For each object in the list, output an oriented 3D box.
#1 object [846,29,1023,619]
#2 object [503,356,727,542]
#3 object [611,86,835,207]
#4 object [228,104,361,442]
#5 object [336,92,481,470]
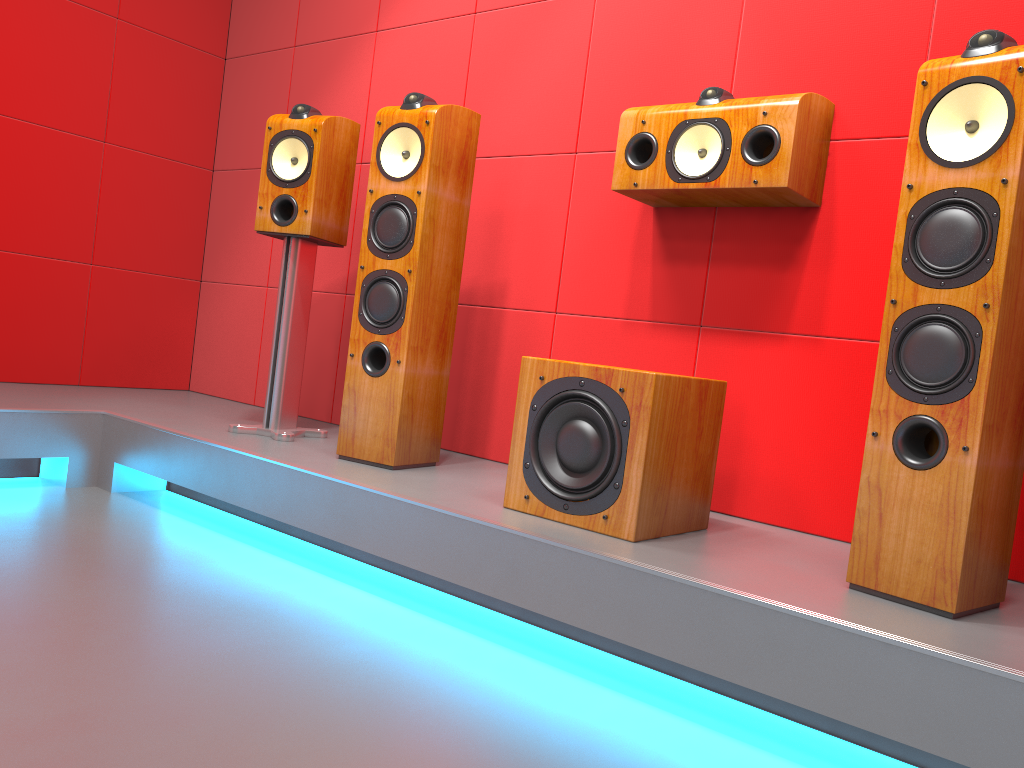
[{"bbox_3d":[0.849,-0.114,1.669,0.238,1.052,0.203,5,3,-41],"label":"object"},{"bbox_3d":[0.244,0.142,2.102,0.360,0.360,0.360,9,3,38],"label":"object"},{"bbox_3d":[0.544,-0.623,2.324,0.493,0.271,0.235,9,3,38],"label":"object"},{"bbox_3d":[-0.698,-0.359,2.884,0.231,1.058,0.265,8,2,18],"label":"object"},{"bbox_3d":[-0.298,-0.293,2.563,0.203,1.052,0.238,8,3,28],"label":"object"}]
